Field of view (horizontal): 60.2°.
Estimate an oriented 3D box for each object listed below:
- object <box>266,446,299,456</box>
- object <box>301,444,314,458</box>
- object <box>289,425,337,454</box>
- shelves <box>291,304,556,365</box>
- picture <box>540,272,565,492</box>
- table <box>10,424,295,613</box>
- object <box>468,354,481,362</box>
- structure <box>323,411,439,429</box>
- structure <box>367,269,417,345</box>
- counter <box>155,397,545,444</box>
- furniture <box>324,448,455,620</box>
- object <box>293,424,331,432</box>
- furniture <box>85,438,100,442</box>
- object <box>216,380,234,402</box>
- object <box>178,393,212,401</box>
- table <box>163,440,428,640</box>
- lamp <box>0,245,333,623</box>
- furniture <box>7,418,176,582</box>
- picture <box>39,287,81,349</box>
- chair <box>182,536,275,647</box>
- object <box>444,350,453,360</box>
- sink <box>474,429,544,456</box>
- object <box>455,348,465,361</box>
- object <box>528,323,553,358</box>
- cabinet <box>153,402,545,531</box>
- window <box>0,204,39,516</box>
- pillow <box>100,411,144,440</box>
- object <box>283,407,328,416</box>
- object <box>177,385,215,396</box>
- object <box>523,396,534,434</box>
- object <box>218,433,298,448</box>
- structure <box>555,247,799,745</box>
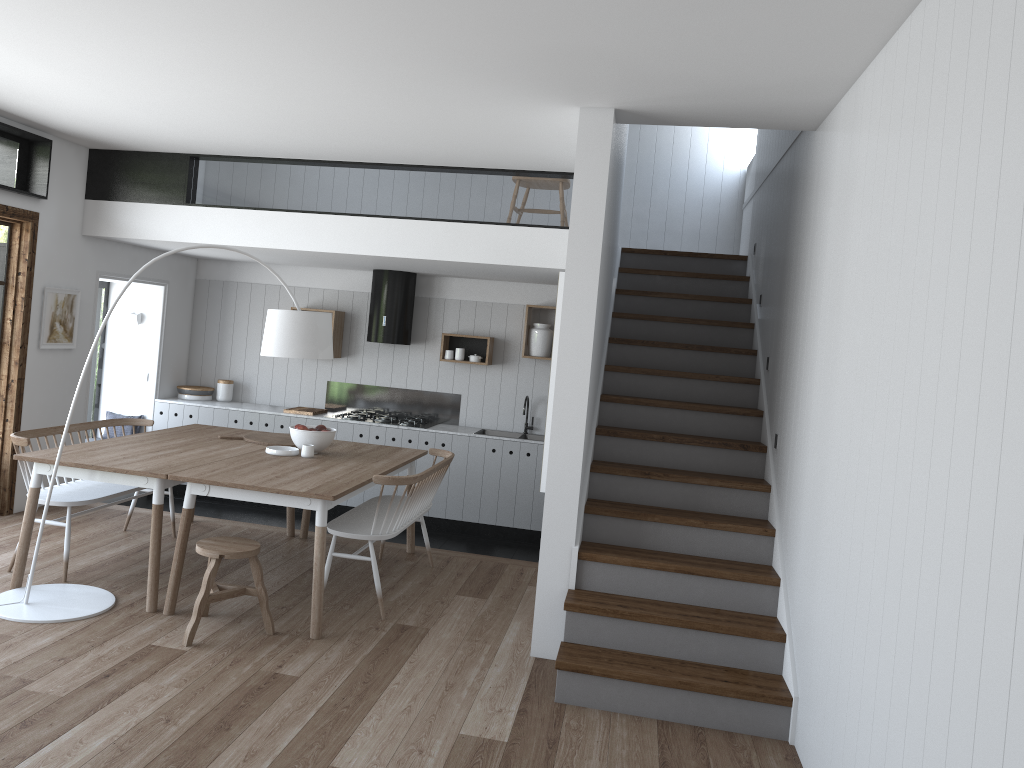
[{"bbox_3d":[-1.492,0.435,5.743,0.212,0.035,0.217,4,3,-11],"label":"object"},{"bbox_3d":[-1.313,0.433,5.682,0.084,0.079,0.082,5,2,10],"label":"object"},{"bbox_3d":[-1.331,0.377,5.884,0.317,0.164,0.312,5,2,7],"label":"object"},{"bbox_3d":[-0.343,-0.373,8.229,3.616,0.798,0.297,6,1,11],"label":"shelves"},{"bbox_3d":[0.325,-0.035,5.501,0.060,1.218,1.286,5,2,8],"label":"picture"},{"bbox_3d":[-2.179,0.768,5.781,0.945,0.749,2.024,5,3,9],"label":"table"},{"bbox_3d":[-0.340,-0.241,8.200,0.127,0.073,0.110,5,2,-12],"label":"object"},{"bbox_3d":[-1.212,0.319,8.260,0.993,0.048,0.549,6,3,10],"label":"structure"},{"bbox_3d":[-1.123,-0.816,8.323,0.402,0.869,0.426,4,1,-34],"label":"structure"},{"bbox_3d":[-0.333,0.439,8.080,6.190,0.020,0.573,6,3,11],"label":"counter"},{"bbox_3d":[-0.753,0.873,5.564,0.549,0.810,1.348,5,2,8],"label":"furniture"},{"bbox_3d":[-1.329,0.356,5.880,0.245,0.167,0.243,4,2,-30],"label":"object"},{"bbox_3d":[-3.809,0.594,7.963,0.602,0.115,1.042,5,3,9],"label":"furniture"},{"bbox_3d":[-2.842,0.069,8.744,0.151,0.212,0.157,5,1,-22],"label":"object"},{"bbox_3d":[-3.133,0.124,8.735,0.316,0.055,0.336,2,4,-41],"label":"object"},{"bbox_3d":[-1.255,0.858,5.596,0.945,0.749,2.024,5,3,9],"label":"table"},{"bbox_3d":[-2.872,0.177,3.770,0.897,2.024,5.070,5,2,35],"label":"lamp"},{"bbox_3d":[-2.690,0.694,5.755,0.549,0.810,1.348,5,2,8],"label":"furniture"},{"bbox_3d":[-3.530,-0.511,6.897,0.030,0.470,0.431,5,2,8],"label":"picture"},{"bbox_3d":[-1.420,1.051,4.534,0.431,0.449,0.485,5,2,-4],"label":"chair"},{"bbox_3d":[-0.584,-0.269,8.222,0.080,0.088,0.086,3,2,-44],"label":"object"},{"bbox_3d":[0.263,0.568,7.930,1.189,0.166,0.448,6,3,11],"label":"sink"},{"bbox_3d":[-0.484,-0.273,8.202,0.087,0.115,0.085,5,1,10],"label":"object"},{"bbox_3d":[0.260,-0.401,8.105,0.225,0.301,0.232,5,1,-17],"label":"object"},{"bbox_3d":[-0.407,0.836,7.803,6.187,0.748,0.010,6,0,11],"label":"cabinet"},{"bbox_3d":[-4.076,-0.050,3.948,0.163,2.256,5.356,5,3,8],"label":"window"},{"bbox_3d":[-3.706,0.424,8.409,0.407,0.293,0.179,5,1,11],"label":"pillow"},{"bbox_3d":[-1.957,0.256,8.397,0.293,0.030,0.396,5,3,9],"label":"object"},{"bbox_3d":[-3.127,0.066,8.735,0.350,0.066,0.369,3,3,-31],"label":"object"},{"bbox_3d":[0.146,0.294,8.093,0.091,0.374,0.287,5,1,8],"label":"object"},{"bbox_3d":[-1.638,0.401,6.294,0.614,0.023,0.659,7,4,32],"label":"object"},{"bbox_3d":[1.053,0.303,5.643,1.066,2.629,3.572,5,2,8],"label":"structure"}]
